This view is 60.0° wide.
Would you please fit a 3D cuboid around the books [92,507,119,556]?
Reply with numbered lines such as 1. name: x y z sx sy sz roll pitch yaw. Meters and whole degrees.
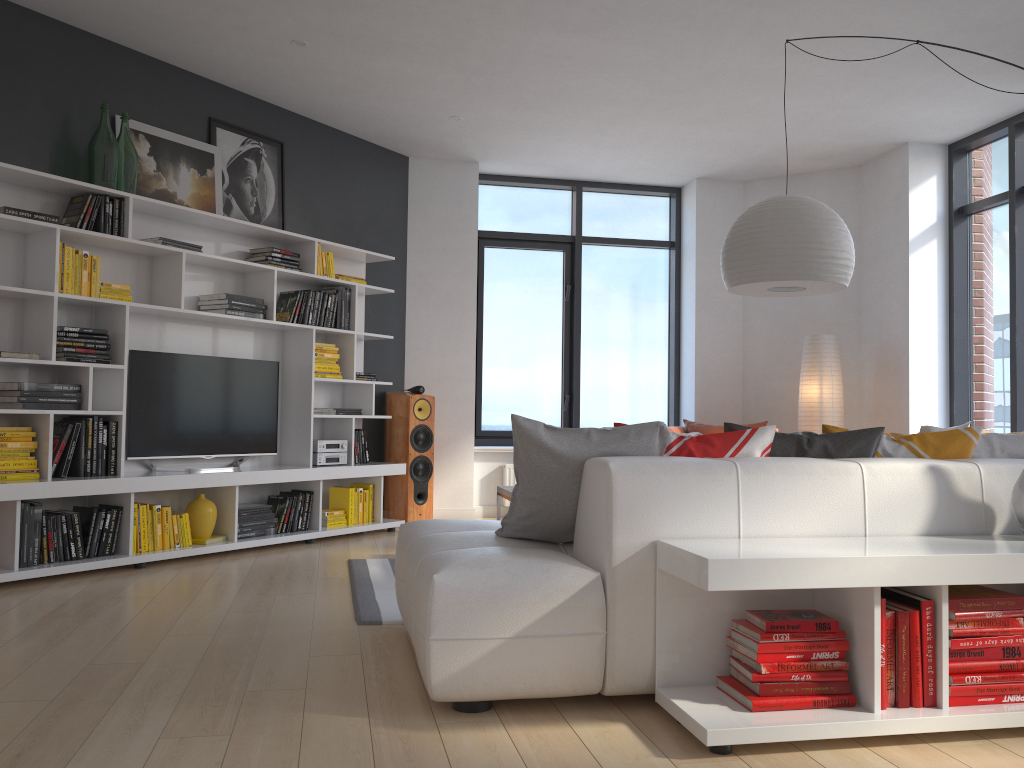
1. books: -2.222 0.793 4.792 0.191 0.249 0.084 -1 -3 34

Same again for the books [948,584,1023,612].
1. books: 1.286 0.611 2.543 0.259 0.034 0.206 1 -2 -14

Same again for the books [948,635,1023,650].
1. books: 1.294 0.715 2.535 0.261 0.027 0.191 1 -2 -15

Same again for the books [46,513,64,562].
1. books: -2.361 0.785 4.542 0.169 0.242 0.050 -1 -3 33

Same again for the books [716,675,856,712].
1. books: 0.755 0.854 2.463 0.301 0.032 0.227 1 -2 -11

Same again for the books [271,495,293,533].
1. books: -1.534 0.853 5.815 0.187 0.234 0.096 -1 -3 34

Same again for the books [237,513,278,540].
1. books: -1.700 0.889 5.609 0.277 0.137 0.343 0 -3 29

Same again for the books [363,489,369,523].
1. books: -1.113 0.882 6.442 0.172 0.234 0.024 -1 -3 34

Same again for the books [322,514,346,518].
1. books: -1.271 0.918 6.190 0.134 0.014 0.187 -1 -3 34

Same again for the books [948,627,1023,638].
1. books: 1.304 0.689 2.534 0.236 0.023 0.178 1 -2 -11

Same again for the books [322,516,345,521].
1. books: -1.262 0.934 6.176 0.113 0.018 0.169 -1 -3 35

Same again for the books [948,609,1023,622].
1. books: 1.305 0.641 2.537 0.266 0.026 0.187 2 -2 -17

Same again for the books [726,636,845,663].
1. books: 0.765 0.741 2.493 0.261 0.028 0.191 1 -2 -12

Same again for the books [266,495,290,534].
1. books: -1.549 0.851 5.784 0.182 0.234 0.104 -1 -3 34

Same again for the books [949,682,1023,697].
1. books: 1.303 0.837 2.508 0.282 0.030 0.188 1 -2 -10

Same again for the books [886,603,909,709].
1. books: 1.034 0.746 2.487 0.034 0.259 0.207 1 -2 -11

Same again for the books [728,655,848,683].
1. books: 0.763 0.791 2.467 0.266 0.026 0.187 1 -2 -6

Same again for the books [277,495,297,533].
1. books: -1.506 0.854 5.833 0.169 0.233 0.081 -1 -3 33

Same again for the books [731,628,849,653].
1. books: 0.772 0.713 2.478 0.269 0.028 0.179 1 -2 -10

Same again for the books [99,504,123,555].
1. books: -2.204 0.790 4.821 0.197 0.260 0.066 -1 -3 34

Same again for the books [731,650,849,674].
1. books: 0.772 0.766 2.477 0.257 0.025 0.182 1 -2 -11

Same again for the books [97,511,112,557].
1. books: -2.233 0.794 4.754 0.179 0.243 0.071 -1 -3 33

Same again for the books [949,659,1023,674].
1. books: 1.298 0.784 2.549 0.301 0.032 0.227 1 -2 -11

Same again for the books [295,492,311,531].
1. books: -1.448 0.850 5.942 0.191 0.249 0.084 -1 -3 34

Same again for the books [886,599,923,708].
1. books: 1.074 0.745 2.485 0.042 0.259 0.195 1 -2 -11

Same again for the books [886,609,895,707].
1. books: 1.001 0.746 2.480 0.031 0.255 0.181 1 -2 -11

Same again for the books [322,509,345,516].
1. books: -1.283 0.898 6.195 0.138 0.026 0.186 -1 -3 34

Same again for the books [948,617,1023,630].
1. books: 1.284 0.666 2.539 0.257 0.025 0.182 1 -2 -11

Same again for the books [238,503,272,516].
1. books: -1.721 0.796 5.620 0.250 0.047 0.310 0 -3 29

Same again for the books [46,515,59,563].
1. books: -2.379 0.788 4.527 0.170 0.236 0.049 -1 -3 34

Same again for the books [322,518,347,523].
1. books: -1.275 0.948 6.190 0.148 0.011 0.196 -1 -3 34

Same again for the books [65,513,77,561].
1. books: -2.331 0.788 4.593 0.177 0.242 0.066 -1 -3 33

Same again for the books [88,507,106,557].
1. books: -2.259 0.788 4.739 0.192 0.254 0.075 -1 -3 33

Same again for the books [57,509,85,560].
1. books: -2.315 0.785 4.624 0.191 0.249 0.083 -1 -3 34

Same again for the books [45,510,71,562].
1. books: -2.354 0.781 4.572 0.193 0.255 0.066 -1 -3 33

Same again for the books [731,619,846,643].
1. books: 0.770 0.688 2.482 0.254 0.025 0.178 1 -2 -12

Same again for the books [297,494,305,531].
1. books: -1.465 0.854 5.908 0.179 0.243 0.068 -1 -3 32

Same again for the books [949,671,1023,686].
1. books: 1.301 0.810 2.512 0.266 0.026 0.187 1 -2 -12

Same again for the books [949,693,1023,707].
1. books: 1.296 0.866 2.523 0.274 0.029 0.200 1 -2 -12

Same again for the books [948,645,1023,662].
1. books: 1.292 0.748 2.550 0.279 0.039 0.206 1 -2 -10

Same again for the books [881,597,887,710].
1. books: 0.968 0.728 2.471 0.036 0.294 0.208 1 -2 -11

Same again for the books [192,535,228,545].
1. books: -1.880 0.928 5.309 0.270 0.029 0.204 0 -2 19

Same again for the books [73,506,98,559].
1. books: -2.287 0.784 4.702 0.197 0.260 0.066 -1 -3 34

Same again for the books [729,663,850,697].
1. books: 0.770 0.821 2.476 0.259 0.034 0.206 1 -2 -8

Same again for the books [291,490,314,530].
1. books: -1.430 0.847 5.971 0.197 0.260 0.066 -1 -3 34

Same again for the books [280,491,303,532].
1. books: -1.485 0.846 5.889 0.192 0.254 0.075 -1 -3 33

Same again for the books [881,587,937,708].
1. books: 1.107 0.731 2.497 0.049 0.291 0.214 1 -2 -11

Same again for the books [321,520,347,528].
1. books: -1.272 0.970 6.187 0.147 0.033 0.190 -1 -3 34

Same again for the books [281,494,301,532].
1. books: -1.476 0.852 5.855 0.172 0.242 0.069 -1 -3 34

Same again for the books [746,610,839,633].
1. books: 0.779 0.661 2.476 0.206 0.029 0.152 1 -2 -5

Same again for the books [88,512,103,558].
1. books: -2.251 0.794 4.705 0.172 0.242 0.069 -1 -3 34
